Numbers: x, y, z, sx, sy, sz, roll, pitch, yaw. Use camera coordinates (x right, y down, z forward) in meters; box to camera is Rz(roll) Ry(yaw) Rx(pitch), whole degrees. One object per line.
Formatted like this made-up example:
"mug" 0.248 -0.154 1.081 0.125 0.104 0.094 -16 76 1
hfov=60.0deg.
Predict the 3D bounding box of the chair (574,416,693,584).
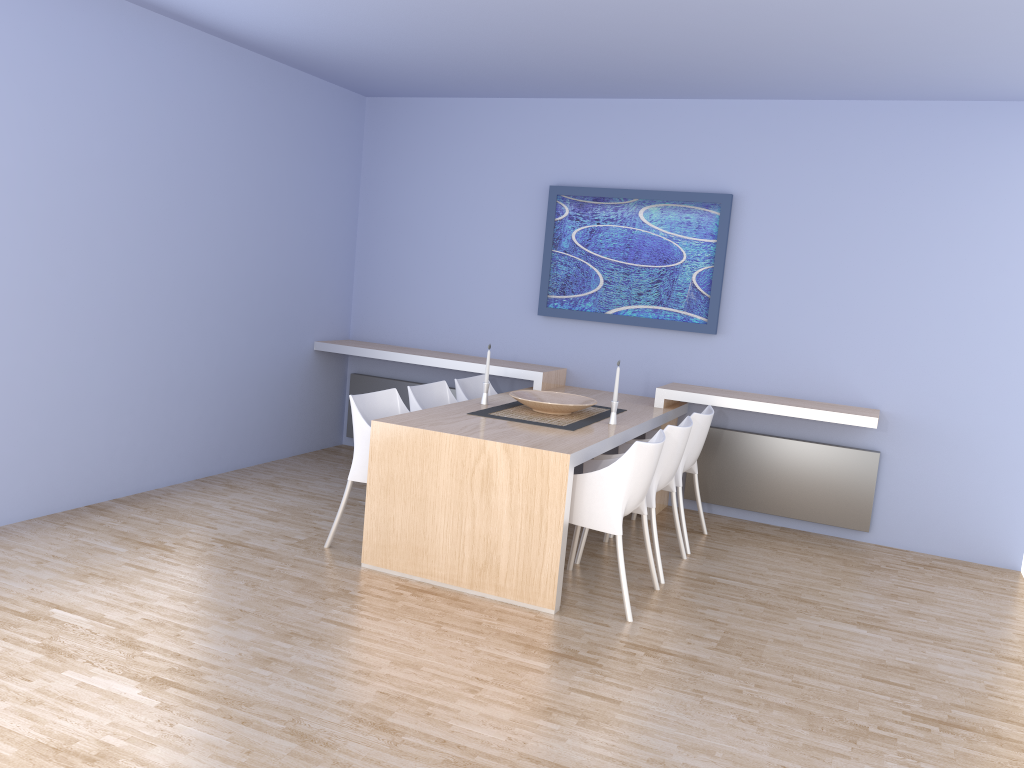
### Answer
"chair" 0.679 0.557 4.707 0.486 0.793 0.510 8 8 23

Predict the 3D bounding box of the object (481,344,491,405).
"object" -0.141 -0.058 5.010 0.045 0.349 0.045 2 8 -25

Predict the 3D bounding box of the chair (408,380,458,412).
"chair" -0.376 0.408 5.132 0.486 0.793 0.510 8 8 23

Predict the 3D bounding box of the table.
"table" 0.227 0.503 5.109 1.002 0.718 2.340 8 8 23

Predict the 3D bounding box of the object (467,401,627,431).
"object" 0.226 0.156 4.965 0.594 0.005 0.986 8 8 22

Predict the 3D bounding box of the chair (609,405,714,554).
"chair" 0.913 0.512 5.244 0.486 0.793 0.510 8 8 23

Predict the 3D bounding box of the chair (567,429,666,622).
"chair" 0.441 0.601 4.163 0.486 0.793 0.510 8 8 23

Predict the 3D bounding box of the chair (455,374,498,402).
"chair" -0.147 0.365 5.657 0.486 0.793 0.510 8 8 23

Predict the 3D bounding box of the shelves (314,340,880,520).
"shelves" 0.360 0.336 6.067 3.901 0.840 0.463 8 8 23

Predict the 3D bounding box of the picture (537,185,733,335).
"picture" 0.801 -0.850 5.975 1.252 0.901 0.049 8 8 23

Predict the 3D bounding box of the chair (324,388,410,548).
"chair" -0.605 0.451 4.607 0.486 0.793 0.510 8 8 23

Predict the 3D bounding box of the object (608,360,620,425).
"object" 0.553 0.041 4.715 0.045 0.349 0.045 8 8 23

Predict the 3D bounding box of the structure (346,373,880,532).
"structure" 0.485 0.416 6.216 3.843 0.503 0.064 8 8 23

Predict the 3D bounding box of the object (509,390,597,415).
"object" 0.227 0.113 4.963 0.493 0.081 0.493 11 9 41
